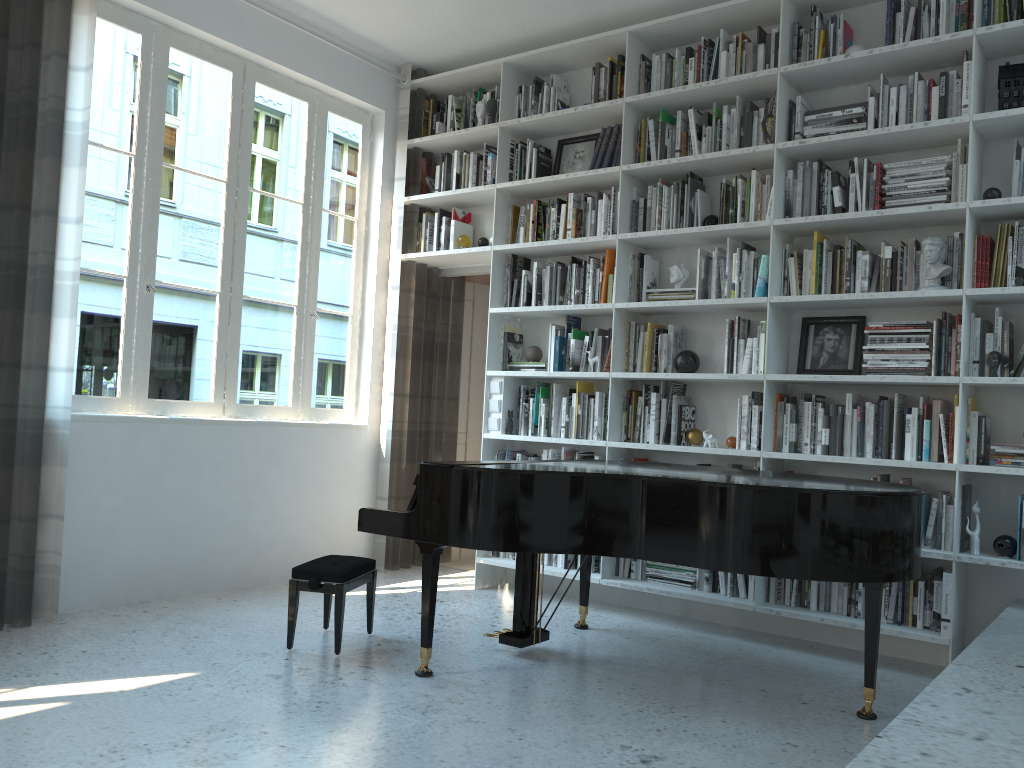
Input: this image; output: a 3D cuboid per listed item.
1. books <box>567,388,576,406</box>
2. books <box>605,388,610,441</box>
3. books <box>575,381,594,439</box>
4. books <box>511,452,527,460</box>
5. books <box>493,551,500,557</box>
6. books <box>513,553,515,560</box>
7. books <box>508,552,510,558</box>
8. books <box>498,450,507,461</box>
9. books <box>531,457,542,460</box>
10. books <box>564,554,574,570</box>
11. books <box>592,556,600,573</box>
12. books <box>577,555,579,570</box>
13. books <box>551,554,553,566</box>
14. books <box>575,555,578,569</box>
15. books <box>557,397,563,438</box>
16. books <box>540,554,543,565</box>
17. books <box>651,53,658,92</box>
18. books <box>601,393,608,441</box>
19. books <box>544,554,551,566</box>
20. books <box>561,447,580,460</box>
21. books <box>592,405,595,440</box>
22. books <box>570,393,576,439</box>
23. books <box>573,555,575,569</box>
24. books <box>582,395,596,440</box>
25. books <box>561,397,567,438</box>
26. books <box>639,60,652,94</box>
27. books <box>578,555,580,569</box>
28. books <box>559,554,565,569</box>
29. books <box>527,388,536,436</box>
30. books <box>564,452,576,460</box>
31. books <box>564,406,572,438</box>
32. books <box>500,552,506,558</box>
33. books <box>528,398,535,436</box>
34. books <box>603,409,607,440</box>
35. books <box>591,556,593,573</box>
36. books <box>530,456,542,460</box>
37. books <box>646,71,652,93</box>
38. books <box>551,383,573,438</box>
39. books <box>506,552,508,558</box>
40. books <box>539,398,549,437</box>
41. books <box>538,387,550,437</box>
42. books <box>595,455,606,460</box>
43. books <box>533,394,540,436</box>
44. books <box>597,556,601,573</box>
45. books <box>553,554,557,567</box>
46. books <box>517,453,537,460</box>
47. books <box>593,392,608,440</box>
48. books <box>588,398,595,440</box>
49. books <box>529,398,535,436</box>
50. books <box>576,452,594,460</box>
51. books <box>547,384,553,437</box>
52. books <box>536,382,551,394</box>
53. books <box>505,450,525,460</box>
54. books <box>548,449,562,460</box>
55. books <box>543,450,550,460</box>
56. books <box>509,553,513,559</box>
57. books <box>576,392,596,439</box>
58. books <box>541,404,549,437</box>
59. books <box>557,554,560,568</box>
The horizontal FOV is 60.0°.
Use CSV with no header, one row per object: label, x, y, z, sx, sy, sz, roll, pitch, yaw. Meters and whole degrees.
books,0.355,0.169,5.055,0.014,0.282,0.150,2,-2,36
books,0.572,0.172,4.883,0.014,0.286,0.179,2,-2,36
books,0.412,0.150,5.013,0.021,0.322,0.172,2,-2,36
books,0.038,0.540,5.280,0.010,0.273,0.150,2,-2,36
books,-0.045,0.928,5.285,0.029,0.190,0.176,2,-2,36
books,0.068,0.895,5.206,0.013,0.261,0.174,2,-2,36
books,0.035,0.866,5.254,0.011,0.318,0.157,2,-2,36
books,-0.029,0.535,5.295,0.011,0.277,0.189,2,-2,36
books,0.161,0.552,5.156,0.010,0.252,0.178,2,-2,36
books,0.359,0.910,4.989,0.023,0.244,0.188,2,-2,36
books,0.496,0.884,4.896,0.012,0.303,0.165,2,-2,36
books,0.417,0.922,4.967,0.022,0.224,0.141,2,-2,36
books,0.280,0.898,5.058,0.025,0.266,0.159,2,-2,36
books,0.405,0.928,4.990,0.024,0.214,0.137,2,-2,36
books,0.319,0.195,5.102,0.045,0.230,0.138,2,-2,36
books,0.206,0.928,5.104,0.030,0.201,0.168,2,-2,36
books,0.808,-1.652,4.870,0.021,0.279,0.141,2,-2,36
books,0.540,0.185,4.930,0.013,0.260,0.142,2,-2,36
books,0.246,0.897,5.082,0.031,0.266,0.186,2,-2,36
books,0.328,0.519,5.040,0.014,0.325,0.170,2,-2,36
books,0.500,0.217,4.961,0.023,0.194,0.140,2,-2,36
books,0.394,0.184,5.027,0.026,0.254,0.176,2,-2,36
books,0.393,0.879,5.003,0.013,0.310,0.130,2,-2,36
books,0.450,0.188,4.978,0.028,0.249,0.159,2,-2,36
books,0.338,0.195,5.067,0.027,0.230,0.159,2,-2,36
books,0.752,-1.634,4.879,0.029,0.237,0.156,2,-2,36
books,0.435,0.907,4.951,0.027,0.256,0.179,2,-2,36
books,0.336,0.938,5.004,0.031,0.188,0.190,2,-2,36
books,0.145,0.166,5.209,0.008,0.279,0.164,2,-2,36
books,0.342,0.535,5.039,0.012,0.295,0.176,2,-2,36
books,0.364,0.219,5.034,0.029,0.181,0.190,2,-2,36
books,-0.010,0.878,5.281,0.044,0.293,0.181,2,-2,36
books,0.156,0.197,5.207,0.015,0.218,0.176,2,-2,36
books,0.559,0.225,4.913,0.041,0.181,0.141,2,-2,36
books,0.484,0.888,4.908,0.021,0.295,0.188,2,-2,36
books,0.155,0.550,5.167,0.013,0.257,0.189,2,-2,36
books,0.781,-1.605,4.875,0.024,0.183,0.133,2,-2,36
books,0.287,0.156,5.105,0.012,0.306,0.189,2,-2,36
books,0.021,0.902,5.265,0.024,0.246,0.143,2,-2,36
books,0.221,0.197,5.142,0.015,0.219,0.190,2,-2,36
books,0.210,0.163,5.144,0.007,0.286,0.182,2,-2,36
books,0.499,0.543,4.942,0.025,0.287,0.130,2,-2,36
books,0.183,0.183,5.164,0.009,0.244,0.184,2,-2,36
books,0.539,0.910,4.891,0.065,0.256,0.156,2,-2,36
books,0.297,0.922,5.043,0.021,0.218,0.190,2,-2,36
books,0.082,0.544,5.229,0.029,0.266,0.171,2,-2,36
books,0.515,0.181,4.925,0.021,0.265,0.185,2,-2,36
books,0.479,0.199,4.974,0.025,0.229,0.153,2,-2,36
books,0.161,0.197,5.188,0.015,0.217,0.180,2,-2,36
books,0.406,0.534,4.997,0.013,0.301,0.172,2,-2,36
books,0.268,0.158,5.105,0.019,0.300,0.180,2,-2,36
books,0.177,0.149,5.190,0.006,0.315,0.145,2,-2,36
books,0.001,0.533,5.283,0.052,0.283,0.172,2,-2,36
books,0.251,0.527,5.101,0.039,0.307,0.172,2,-2,36
books,0.225,0.531,5.142,0.027,0.299,0.142,2,-2,36
books,0.042,0.912,5.238,0.022,0.226,0.154,2,-2,36
books,0.425,0.181,4.991,0.028,0.260,0.181,2,-2,36
books,0.230,0.212,5.129,0.016,0.189,0.183,2,-2,36
books,0.316,0.928,5.027,0.028,0.206,0.171,2,-2,36
